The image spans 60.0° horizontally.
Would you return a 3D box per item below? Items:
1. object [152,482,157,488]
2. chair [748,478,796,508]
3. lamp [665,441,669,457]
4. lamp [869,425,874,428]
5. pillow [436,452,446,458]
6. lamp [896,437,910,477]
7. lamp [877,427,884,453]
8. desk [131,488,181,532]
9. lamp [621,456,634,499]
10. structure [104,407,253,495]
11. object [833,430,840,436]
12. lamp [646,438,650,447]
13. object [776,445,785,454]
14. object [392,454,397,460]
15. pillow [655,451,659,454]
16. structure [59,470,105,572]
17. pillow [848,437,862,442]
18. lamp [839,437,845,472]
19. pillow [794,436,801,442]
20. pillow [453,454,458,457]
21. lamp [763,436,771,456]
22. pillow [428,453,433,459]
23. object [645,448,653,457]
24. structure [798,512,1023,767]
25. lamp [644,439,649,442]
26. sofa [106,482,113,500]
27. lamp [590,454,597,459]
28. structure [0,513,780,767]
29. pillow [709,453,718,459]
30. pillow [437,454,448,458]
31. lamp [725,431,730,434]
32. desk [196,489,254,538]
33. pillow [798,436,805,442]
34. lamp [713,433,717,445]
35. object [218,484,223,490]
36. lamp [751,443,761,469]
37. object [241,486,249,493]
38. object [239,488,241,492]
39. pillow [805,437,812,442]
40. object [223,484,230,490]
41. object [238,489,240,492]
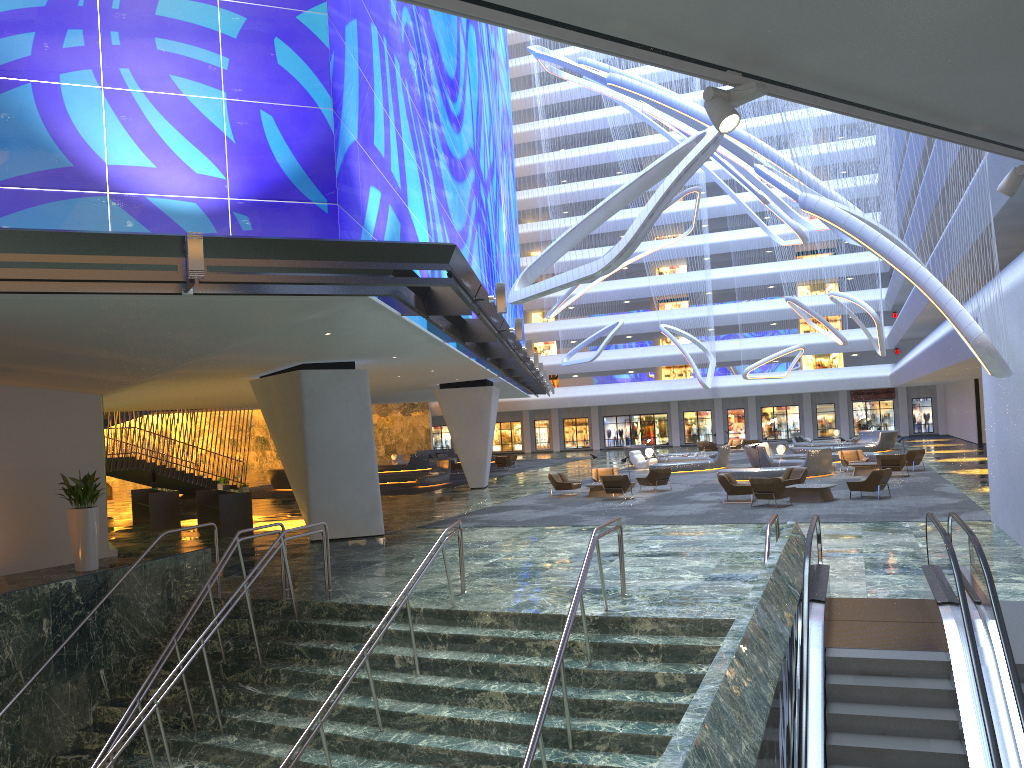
[{"bbox_3d":[-11.192,3.170,27.737,0.158,0.181,0.158,-3,-2,-24],"label":"object"},{"bbox_3d":[6.561,2.726,22.459,0.938,0.766,0.930,-2,-2,-42],"label":"chair"},{"bbox_3d":[6.976,3.190,39.544,0.202,1.300,0.384,-3,-1,-4],"label":"lamp"},{"bbox_3d":[19.333,2.840,47.555,0.384,1.300,0.202,-4,-1,20],"label":"lamp"},{"bbox_3d":[-4.830,4.840,60.437,0.774,0.366,0.317,-2,-2,-28],"label":"pillow"},{"bbox_3d":[12.806,2.393,29.071,0.384,1.300,0.202,-4,-1,38],"label":"lamp"},{"bbox_3d":[18.152,2.735,43.672,0.202,1.300,0.384,-3,-1,-20],"label":"lamp"},{"bbox_3d":[-10.689,3.729,26.541,0.813,1.097,2.981,-2,-2,-33],"label":"desk"},{"bbox_3d":[3.464,2.818,26.631,0.384,1.300,0.202,-4,-1,38],"label":"lamp"},{"bbox_3d":[-18.142,2.553,41.760,11.991,6.244,16.490,-4,-2,21],"label":"structure"},{"bbox_3d":[19.497,2.935,53.228,0.367,0.387,0.318,-3,-1,3],"label":"object"},{"bbox_3d":[7.287,3.519,47.373,0.202,1.300,0.384,-3,-1,-25],"label":"lamp"},{"bbox_3d":[10.885,2.648,35.865,0.367,0.387,0.318,-4,-2,28],"label":"object"},{"bbox_3d":[-7.391,4.565,55.560,0.367,0.387,0.318,-4,-2,28],"label":"object"},{"bbox_3d":[7.420,3.624,46.368,0.443,0.207,0.445,-3,-2,-18],"label":"pillow"},{"bbox_3d":[-8.723,2.765,18.040,1.022,2.050,0.773,-3,-1,-1],"label":"structure"},{"bbox_3d":[18.498,2.990,47.766,0.692,0.262,0.878,-3,-2,-17],"label":"pillow"},{"bbox_3d":[12.121,2.584,32.506,0.202,1.300,0.384,-4,-1,37],"label":"lamp"},{"bbox_3d":[16.782,3.227,51.908,0.295,0.368,0.769,-4,-2,34],"label":"pillow"},{"bbox_3d":[-3.756,4.892,60.578,0.443,0.207,0.445,-4,-2,7],"label":"pillow"},{"bbox_3d":[11.146,2.911,38.616,0.384,1.300,0.202,-4,-1,38],"label":"lamp"},{"bbox_3d":[-5.629,4.853,59.780,0.315,0.386,0.784,-4,-2,37],"label":"pillow"},{"bbox_3d":[6.242,3.109,40.290,0.367,0.387,0.318,-3,-1,3],"label":"object"},{"bbox_3d":[2.145,5.494,2.043,3.019,8.235,19.829,-4,-2,21],"label":"structure"},{"bbox_3d":[6.850,3.439,45.000,0.384,1.300,0.202,-3,-1,14],"label":"lamp"},{"bbox_3d":[-17.439,4.422,34.391,3.414,1.179,1.064,-1,-3,-43],"label":"sofa"},{"bbox_3d":[2.779,3.009,30.067,0.202,1.300,0.384,-4,-1,37],"label":"lamp"},{"bbox_3d":[-4.008,5.962,3.927,9.311,8.395,19.734,-4,-2,21],"label":"structure"},{"bbox_3d":[9.073,3.131,38.799,0.693,0.262,0.877,-5,-3,29],"label":"pillow"},{"bbox_3d":[-4.781,4.873,60.245,0.692,0.262,0.877,-4,-2,11],"label":"pillow"},{"bbox_3d":[12.836,3.445,52.833,0.384,1.300,0.202,-3,-1,-17],"label":"lamp"},{"bbox_3d":[-7.800,3.449,23.953,0.813,1.097,2.981,-3,-2,-31],"label":"desk"},{"bbox_3d":[16.987,3.189,51.866,0.315,0.386,0.784,-4,-2,36],"label":"pillow"},{"bbox_3d":[11.420,3.383,49.628,0.202,1.300,0.384,-3,-1,-17],"label":"lamp"},{"bbox_3d":[-8.167,2.890,24.886,0.150,0.145,0.150,-2,-2,-36],"label":"object"},{"bbox_3d":[8.517,2.714,30.797,0.384,1.300,0.202,-4,-1,38],"label":"lamp"},{"bbox_3d":[-6.917,2.732,22.968,0.149,0.149,0.149,-2,-2,-35],"label":"object"},{"bbox_3d":[-7.054,2.769,23.172,0.111,0.108,0.108,-2,-2,-35],"label":"object"},{"bbox_3d":[17.289,3.273,52.064,0.684,0.280,0.875,-2,-3,-32],"label":"pillow"},{"bbox_3d":[-7.921,2.862,24.561,0.150,0.145,0.150,-2,-2,-36],"label":"object"},{"bbox_3d":[-7.164,2.801,23.337,0.073,0.070,0.072,-2,-2,-35],"label":"object"}]
